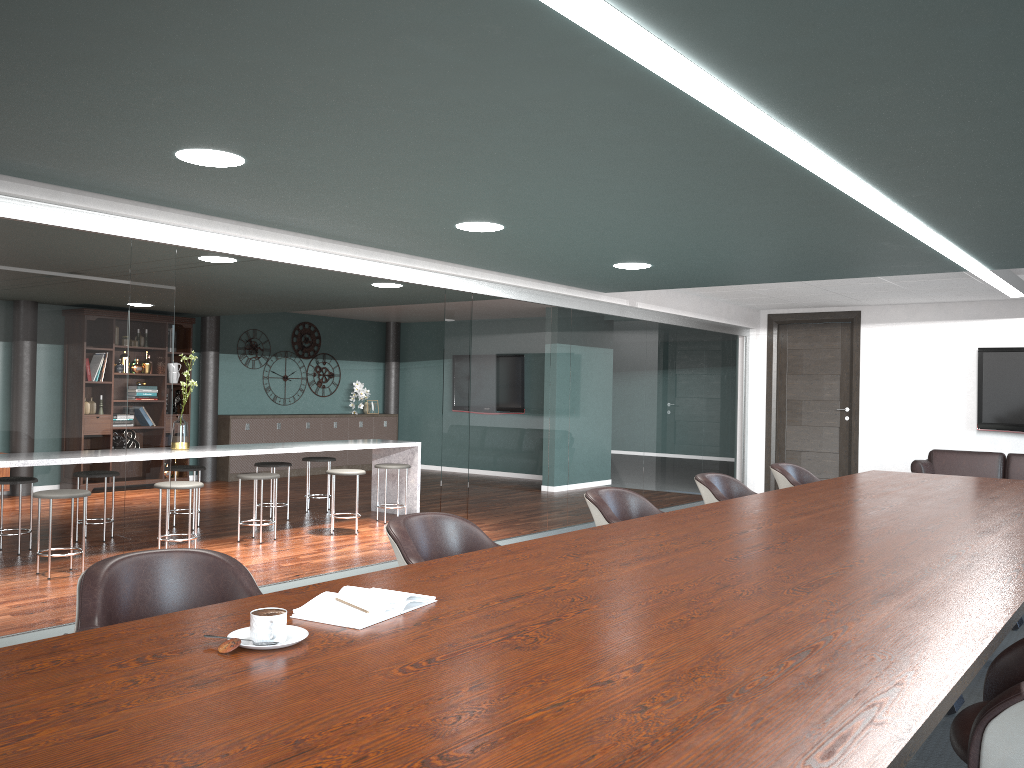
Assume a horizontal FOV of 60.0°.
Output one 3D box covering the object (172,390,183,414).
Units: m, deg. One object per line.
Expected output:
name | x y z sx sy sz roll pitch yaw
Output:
object | -3.994 0.208 10.512 0.215 0.286 0.116 1 -1 33

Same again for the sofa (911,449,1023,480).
sofa | 4.799 0.983 6.671 1.976 0.728 4.057 1 -1 -10

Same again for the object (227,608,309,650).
object | -0.453 0.452 1.650 0.146 0.056 0.146 2 -1 -28

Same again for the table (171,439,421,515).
table | -2.484 0.843 6.671 0.609 0.699 4.577 1 -1 37

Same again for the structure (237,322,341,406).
structure | -3.039 -0.291 12.264 0.017 1.178 1.791 1 -1 37

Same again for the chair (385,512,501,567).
chair | -0.160 0.823 2.880 0.518 0.761 0.535 1 -1 43

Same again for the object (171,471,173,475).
object | -4.025 1.010 10.345 0.073 0.175 0.144 1 -1 39

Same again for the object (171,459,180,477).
object | -3.980 0.972 10.484 0.108 0.256 0.108 1 -1 -19

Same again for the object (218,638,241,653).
object | -0.504 0.467 1.584 0.044 0.021 0.041 1 -1 30

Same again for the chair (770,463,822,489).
chair | 1.886 0.892 5.578 0.518 0.761 0.535 1 -1 43

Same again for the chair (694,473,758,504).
chair | 1.220 0.870 4.687 0.523 0.761 0.533 1 -1 19

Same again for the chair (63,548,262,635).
chair | -0.772 0.802 2.073 0.535 0.761 0.518 2 -1 -32

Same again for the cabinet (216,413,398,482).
cabinet | -5.594 0.737 8.595 0.402 0.820 12.287 1 -1 37

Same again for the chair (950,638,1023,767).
chair | 1.214 0.842 1.900 0.523 0.761 0.533 1 -1 13

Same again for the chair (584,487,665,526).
chair | 0.565 0.848 3.837 0.518 0.761 0.535 1 -1 43

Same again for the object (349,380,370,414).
object | -2.223 0.195 13.002 0.221 0.495 0.600 1 -1 11

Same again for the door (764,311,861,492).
door | 3.368 0.269 9.920 1.038 2.130 0.139 1 -1 37

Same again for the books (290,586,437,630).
books | -0.313 0.469 1.914 0.180 0.032 0.285 1 -1 28

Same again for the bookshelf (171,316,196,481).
bookshelf | -4.357 0.194 10.092 0.482 1.984 1.339 1 -1 37

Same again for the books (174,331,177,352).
books | -4.033 -0.493 10.473 0.194 0.248 0.042 1 -1 37

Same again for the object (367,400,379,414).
object | -2.057 0.340 13.098 0.174 0.207 0.042 2 -1 -34

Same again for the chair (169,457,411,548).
chair | -2.514 0.938 6.730 1.479 0.512 4.029 1 -1 37

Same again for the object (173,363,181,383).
object | -4.058 -0.139 10.498 0.268 0.262 0.137 1 -1 -13

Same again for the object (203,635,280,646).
object | -0.494 0.469 1.611 0.155 0.012 0.034 1 -1 14

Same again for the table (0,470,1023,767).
table | 0.968 0.876 2.926 1.374 0.706 6.694 1 -1 37
